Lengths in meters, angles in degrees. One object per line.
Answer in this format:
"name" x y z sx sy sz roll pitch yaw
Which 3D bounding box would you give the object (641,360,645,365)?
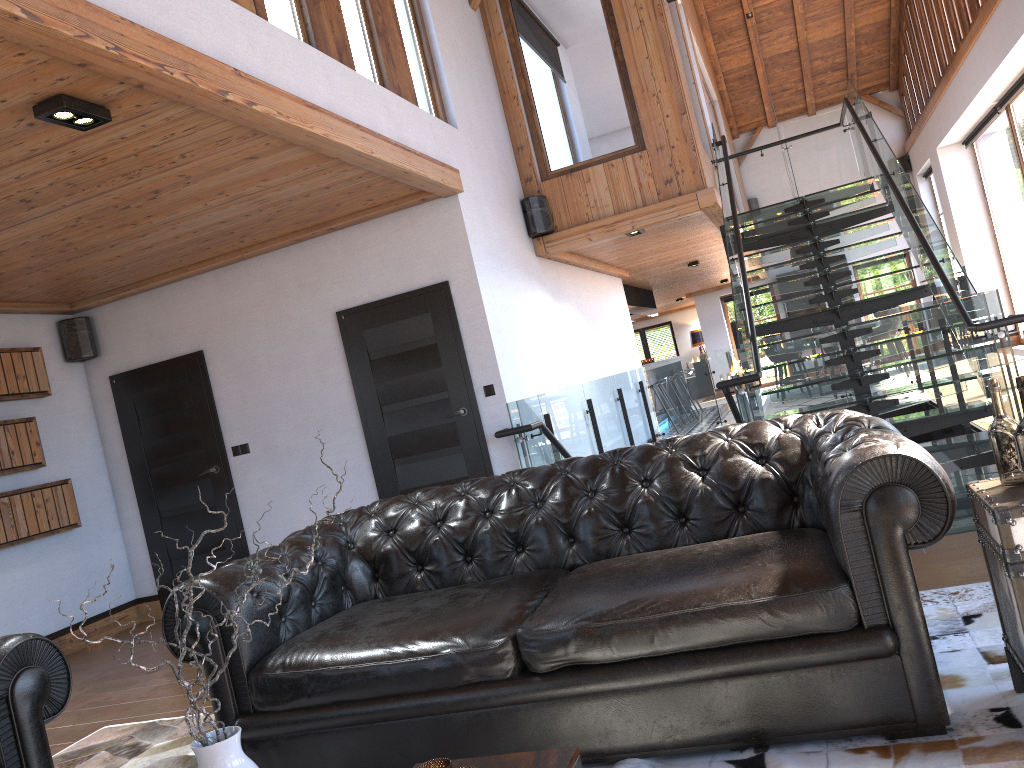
"object" 2.371 -0.391 16.064 0.080 0.081 0.078 -13 -1 -27

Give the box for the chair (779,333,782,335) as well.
"chair" 4.881 -0.365 15.646 0.562 1.092 0.509 -14 -1 27

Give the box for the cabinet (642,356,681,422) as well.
"cabinet" 2.231 0.240 14.946 0.882 1.104 4.837 -14 -1 18

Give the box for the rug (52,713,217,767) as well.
"rug" -1.562 1.541 2.095 2.412 0.053 4.076 -13 -1 19

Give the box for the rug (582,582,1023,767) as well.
"rug" 1.667 0.781 2.231 3.778 0.053 2.451 -13 -1 18

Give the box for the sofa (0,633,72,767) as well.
"sofa" -2.250 1.296 1.729 1.230 0.838 2.585 -13 -1 18

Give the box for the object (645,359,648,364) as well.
"object" 2.486 -0.414 16.415 0.080 0.081 0.078 -13 -1 -27

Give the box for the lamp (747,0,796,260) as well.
"lamp" 4.218 -4.163 14.086 0.628 4.685 0.614 -13 -1 -27

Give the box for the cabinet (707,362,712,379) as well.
"cabinet" 4.404 -0.305 20.185 0.355 0.468 0.962 -14 -1 18

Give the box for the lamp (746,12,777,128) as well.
"lamp" 4.716 -4.264 15.608 0.628 4.685 0.614 -13 -1 -27

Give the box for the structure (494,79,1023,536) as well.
"structure" 5.375 -0.396 8.777 9.140 6.399 11.109 -14 -1 18

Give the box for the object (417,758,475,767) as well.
"object" -0.157 0.824 1.682 0.249 0.081 0.298 -13 -1 -34

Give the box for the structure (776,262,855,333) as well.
"structure" 6.479 -1.659 18.668 1.433 1.650 0.436 -14 -1 17

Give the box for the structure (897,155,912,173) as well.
"structure" 8.045 -4.492 18.161 0.212 0.349 0.215 -14 -1 18

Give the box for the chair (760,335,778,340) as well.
"chair" 4.307 -0.257 13.946 0.564 1.092 0.508 -14 -1 17

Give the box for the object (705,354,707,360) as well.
"object" 4.344 -0.603 19.974 0.098 0.135 0.107 -12 -1 -41

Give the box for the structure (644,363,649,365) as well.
"structure" 2.205 -0.308 15.375 0.500 0.017 0.615 -13 -1 18

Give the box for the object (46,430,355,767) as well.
"object" -0.601 0.556 1.823 0.402 0.808 0.627 -14 -1 29

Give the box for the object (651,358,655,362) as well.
"object" 2.715 -0.461 17.115 0.080 0.081 0.078 -13 -1 -27

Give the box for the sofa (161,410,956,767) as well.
"sofa" 0.196 0.735 3.205 2.547 0.838 1.248 -13 -1 17

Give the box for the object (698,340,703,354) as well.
"object" 4.301 -0.781 20.151 0.150 0.504 0.327 -14 -1 18

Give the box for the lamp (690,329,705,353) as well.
"lamp" 5.835 -0.797 24.484 1.632 1.699 0.522 -13 -1 -4

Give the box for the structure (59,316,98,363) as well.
"structure" -3.579 -0.366 7.319 0.212 0.349 0.215 -14 -1 18

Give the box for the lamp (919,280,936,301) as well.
"lamp" 8.286 -1.848 17.423 0.465 0.726 0.475 -14 -1 27

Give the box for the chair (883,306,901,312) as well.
"chair" 5.774 -0.598 13.535 0.562 1.092 0.509 -14 -1 27

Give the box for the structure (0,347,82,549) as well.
"structure" -3.952 0.502 6.106 0.318 1.445 1.866 -14 -1 18

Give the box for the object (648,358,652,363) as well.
"object" 2.600 -0.437 16.765 0.080 0.081 0.078 -13 -1 -27

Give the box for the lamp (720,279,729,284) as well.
"lamp" 4.274 -2.069 17.833 0.154 0.068 0.263 -13 -1 18

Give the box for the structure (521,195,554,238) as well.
"structure" 0.227 -1.506 7.978 0.212 0.349 0.215 -14 -1 18

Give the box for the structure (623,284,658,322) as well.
"structure" 1.795 -1.308 14.800 0.705 0.476 3.275 -14 -1 18

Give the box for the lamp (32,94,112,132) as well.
"lamp" -1.779 -1.104 3.591 0.154 0.068 0.263 -13 -1 18

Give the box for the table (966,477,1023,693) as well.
"table" 1.472 0.542 2.260 0.402 0.609 0.420 -14 -1 18

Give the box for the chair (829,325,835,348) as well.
"chair" 4.690 -0.363 12.510 0.500 1.092 0.572 -14 -1 17

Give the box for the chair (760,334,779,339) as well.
"chair" 4.563 -0.307 14.882 0.568 1.092 0.504 -13 -1 2

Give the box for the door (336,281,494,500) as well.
"door" -0.659 0.351 6.583 0.934 2.055 0.145 -14 -1 17

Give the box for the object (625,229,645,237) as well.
"object" 1.138 -1.430 8.244 0.154 0.068 0.263 -13 -1 18

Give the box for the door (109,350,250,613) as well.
"door" -2.671 0.832 7.223 0.934 2.055 0.145 -14 -1 17

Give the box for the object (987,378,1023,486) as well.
"object" 1.320 0.124 2.369 0.088 0.286 0.087 -13 -1 -5

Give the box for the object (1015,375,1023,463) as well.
"object" 1.338 0.118 2.272 0.087 0.286 0.087 -13 -1 -4

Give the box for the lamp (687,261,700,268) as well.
"lamp" 2.621 -1.732 12.777 0.154 0.068 0.263 -13 -1 18

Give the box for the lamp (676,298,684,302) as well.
"lamp" 3.861 -1.944 20.426 0.154 0.068 0.263 -13 -1 18

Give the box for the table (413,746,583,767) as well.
"table" -0.101 1.032 1.696 0.397 0.350 0.655 -14 -1 18
